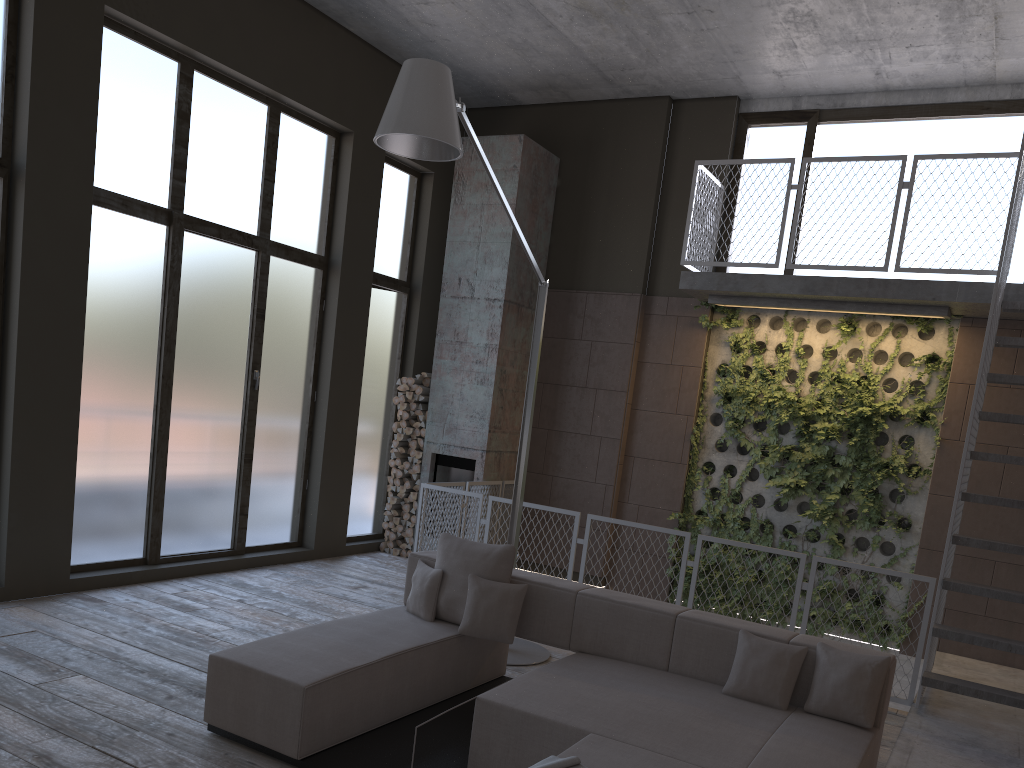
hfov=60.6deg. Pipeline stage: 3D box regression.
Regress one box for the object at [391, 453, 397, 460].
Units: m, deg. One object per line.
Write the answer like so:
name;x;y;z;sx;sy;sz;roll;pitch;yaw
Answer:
object;-1.225;0.843;10.035;0.066;0.086;0.426;10;0;32

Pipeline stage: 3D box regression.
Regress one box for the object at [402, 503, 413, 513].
object;-1.115;1.392;9.931;0.097;0.108;0.294;9;1;29

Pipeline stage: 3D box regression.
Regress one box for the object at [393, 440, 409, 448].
object;-1.182;0.684;9.986;0.090;0.090;0.456;9;0;32

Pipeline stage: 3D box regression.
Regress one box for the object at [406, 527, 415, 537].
object;-1.072;1.657;9.878;0.100;0.104;0.293;9;0;29

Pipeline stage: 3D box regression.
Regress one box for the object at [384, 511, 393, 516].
object;-1.322;1.483;10.112;0.120;0.068;0.364;7;-1;29

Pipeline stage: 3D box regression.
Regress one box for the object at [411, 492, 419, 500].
object;-0.968;1.256;9.916;0.092;0.084;0.480;9;0;31

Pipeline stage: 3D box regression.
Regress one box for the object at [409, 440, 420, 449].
object;-1.028;0.676;9.841;0.097;0.108;0.294;9;1;29

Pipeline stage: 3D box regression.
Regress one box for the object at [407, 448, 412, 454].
object;-1.036;0.763;9.966;0.100;0.087;0.363;8;0;31

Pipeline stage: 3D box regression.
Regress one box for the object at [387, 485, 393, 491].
object;-1.276;1.191;10.113;0.079;0.108;0.437;9;0;30

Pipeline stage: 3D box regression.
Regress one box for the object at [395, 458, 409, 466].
object;-1.163;0.889;10.027;0.090;0.090;0.456;9;0;31

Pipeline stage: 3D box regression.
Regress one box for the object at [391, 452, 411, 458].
object;-1.211;0.809;9.929;0.070;0.073;0.423;9;0;31

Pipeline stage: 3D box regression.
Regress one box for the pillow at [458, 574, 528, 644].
pillow;-0.114;1.349;5.247;0.376;0.377;0.167;7;6;2

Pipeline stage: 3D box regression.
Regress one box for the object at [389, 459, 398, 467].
object;-1.243;0.910;10.068;0.090;0.093;0.438;9;0;31

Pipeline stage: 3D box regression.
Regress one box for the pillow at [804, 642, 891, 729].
pillow;1.675;1.509;4.412;0.358;0.371;0.187;9;6;34

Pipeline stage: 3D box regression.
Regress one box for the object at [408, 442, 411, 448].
object;-1.062;0.702;10.016;0.103;0.103;0.292;9;1;31

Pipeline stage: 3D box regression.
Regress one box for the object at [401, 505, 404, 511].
object;-1.150;1.418;10.106;0.103;0.103;0.292;9;1;31

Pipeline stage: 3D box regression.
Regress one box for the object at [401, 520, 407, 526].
object;-1.116;1.576;10.020;0.066;0.068;0.423;9;0;31

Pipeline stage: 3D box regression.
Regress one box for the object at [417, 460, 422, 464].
object;-0.969;0.867;9.774;0.062;0.048;0.251;8;0;29

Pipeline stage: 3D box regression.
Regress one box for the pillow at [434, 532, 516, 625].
pillow;-0.272;1.229;5.449;0.557;0.565;0.220;9;6;31

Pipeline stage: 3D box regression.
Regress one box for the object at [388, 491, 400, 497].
object;-1.294;1.292;10.141;0.069;0.119;0.365;10;1;30

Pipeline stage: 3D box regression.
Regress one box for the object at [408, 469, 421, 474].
object;-1.017;0.987;9.913;0.120;0.068;0.364;8;-1;31

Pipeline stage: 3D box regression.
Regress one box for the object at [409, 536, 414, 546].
object;-1.031;1.769;9.941;0.063;0.126;0.364;10;1;31

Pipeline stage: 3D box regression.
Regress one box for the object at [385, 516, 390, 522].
object;-1.313;1.559;10.125;0.066;0.086;0.426;10;0;32

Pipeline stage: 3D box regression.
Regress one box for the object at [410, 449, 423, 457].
object;-0.983;0.784;9.908;0.091;0.094;0.438;9;0;31

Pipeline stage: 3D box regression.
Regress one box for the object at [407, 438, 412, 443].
object;-1.052;0.638;9.917;0.063;0.075;0.360;9;0;31

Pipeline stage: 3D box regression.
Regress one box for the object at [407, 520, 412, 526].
object;-1.046;1.581;9.981;0.066;0.068;0.423;9;0;31

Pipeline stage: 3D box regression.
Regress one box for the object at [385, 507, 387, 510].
object;-1.309;1.416;10.132;0.066;0.072;0.424;9;0;31

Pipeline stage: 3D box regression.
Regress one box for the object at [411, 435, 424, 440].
object;-1.008;0.602;9.861;0.088;0.057;0.333;8;-1;31

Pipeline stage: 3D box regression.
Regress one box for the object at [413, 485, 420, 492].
object;-0.953;1.177;9.931;0.113;0.080;0.435;8;0;29

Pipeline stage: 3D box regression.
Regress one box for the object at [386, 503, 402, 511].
object;-1.270;1.400;10.076;0.090;0.090;0.456;9;0;32

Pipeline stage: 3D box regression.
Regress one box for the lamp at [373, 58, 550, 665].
lamp;-0.157;0.238;5.519;0.751;3.470;2.613;9;4;17

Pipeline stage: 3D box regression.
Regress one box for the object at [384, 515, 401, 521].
object;-1.298;1.525;10.019;0.070;0.073;0.423;9;0;31

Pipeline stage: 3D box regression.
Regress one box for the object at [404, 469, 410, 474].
object;-1.104;0.991;9.966;0.064;0.075;0.359;9;0;28

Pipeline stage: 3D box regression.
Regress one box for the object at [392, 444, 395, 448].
object;-1.222;0.700;10.042;0.066;0.072;0.424;9;0;31

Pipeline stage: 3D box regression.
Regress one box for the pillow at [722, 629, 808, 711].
pillow;1.321;1.506;4.587;0.367;0.364;0.186;9;5;29

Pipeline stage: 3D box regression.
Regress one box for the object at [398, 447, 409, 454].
object;-1.130;0.764;10.007;0.113;0.080;0.436;8;0;31

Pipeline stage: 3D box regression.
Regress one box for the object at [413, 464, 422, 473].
object;-0.985;0.941;9.788;0.100;0.104;0.293;9;0;29

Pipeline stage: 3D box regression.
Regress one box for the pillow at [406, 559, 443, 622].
pillow;-0.557;1.326;5.578;0.151;0.381;0.363;4;4;-28

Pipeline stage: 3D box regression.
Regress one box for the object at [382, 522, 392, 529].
object;-1.331;1.626;10.158;0.090;0.093;0.438;9;0;31

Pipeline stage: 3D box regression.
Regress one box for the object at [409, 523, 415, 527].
object;-1.057;1.583;9.864;0.062;0.048;0.251;8;0;29

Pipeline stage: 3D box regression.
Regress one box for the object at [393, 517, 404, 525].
object;-1.181;1.558;10.053;0.092;0.084;0.480;9;0;31

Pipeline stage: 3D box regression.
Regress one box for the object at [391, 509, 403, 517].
object;-1.218;1.480;10.096;0.113;0.080;0.436;8;0;31

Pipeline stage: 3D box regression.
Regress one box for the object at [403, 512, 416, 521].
object;-1.071;1.500;9.997;0.091;0.094;0.438;9;0;31

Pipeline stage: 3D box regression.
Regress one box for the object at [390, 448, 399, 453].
object;-1.235;0.767;10.023;0.120;0.068;0.364;7;-1;29

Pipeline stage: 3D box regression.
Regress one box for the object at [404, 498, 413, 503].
object;-1.096;1.318;9.951;0.088;0.057;0.333;8;-1;31

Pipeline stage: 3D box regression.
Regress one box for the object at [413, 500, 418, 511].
object;-0.982;1.367;9.891;0.063;0.126;0.364;10;1;31

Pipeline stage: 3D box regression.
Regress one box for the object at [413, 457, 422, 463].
object;-0.958;0.865;9.891;0.066;0.068;0.423;9;0;31

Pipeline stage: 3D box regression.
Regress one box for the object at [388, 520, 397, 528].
object;-1.250;1.605;10.116;0.090;0.090;0.456;9;0;31

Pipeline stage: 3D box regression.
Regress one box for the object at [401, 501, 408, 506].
object;-1.140;1.354;10.007;0.063;0.075;0.360;9;0;31

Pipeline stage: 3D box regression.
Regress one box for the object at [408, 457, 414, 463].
object;-1.028;0.859;9.930;0.066;0.068;0.423;9;0;31
